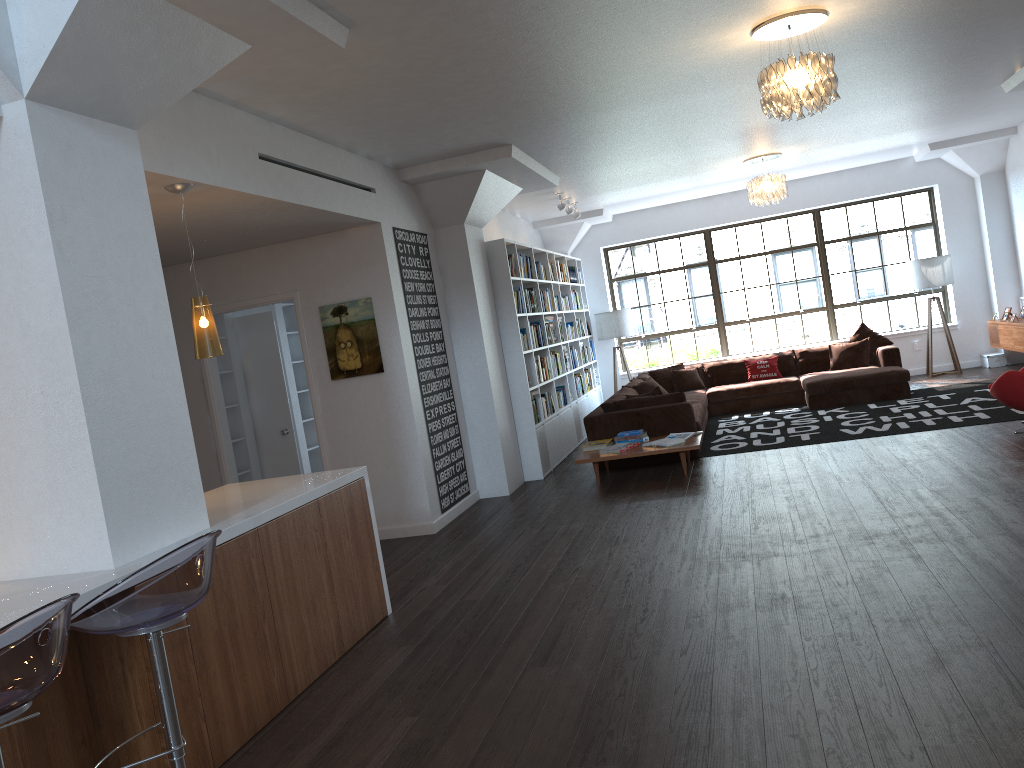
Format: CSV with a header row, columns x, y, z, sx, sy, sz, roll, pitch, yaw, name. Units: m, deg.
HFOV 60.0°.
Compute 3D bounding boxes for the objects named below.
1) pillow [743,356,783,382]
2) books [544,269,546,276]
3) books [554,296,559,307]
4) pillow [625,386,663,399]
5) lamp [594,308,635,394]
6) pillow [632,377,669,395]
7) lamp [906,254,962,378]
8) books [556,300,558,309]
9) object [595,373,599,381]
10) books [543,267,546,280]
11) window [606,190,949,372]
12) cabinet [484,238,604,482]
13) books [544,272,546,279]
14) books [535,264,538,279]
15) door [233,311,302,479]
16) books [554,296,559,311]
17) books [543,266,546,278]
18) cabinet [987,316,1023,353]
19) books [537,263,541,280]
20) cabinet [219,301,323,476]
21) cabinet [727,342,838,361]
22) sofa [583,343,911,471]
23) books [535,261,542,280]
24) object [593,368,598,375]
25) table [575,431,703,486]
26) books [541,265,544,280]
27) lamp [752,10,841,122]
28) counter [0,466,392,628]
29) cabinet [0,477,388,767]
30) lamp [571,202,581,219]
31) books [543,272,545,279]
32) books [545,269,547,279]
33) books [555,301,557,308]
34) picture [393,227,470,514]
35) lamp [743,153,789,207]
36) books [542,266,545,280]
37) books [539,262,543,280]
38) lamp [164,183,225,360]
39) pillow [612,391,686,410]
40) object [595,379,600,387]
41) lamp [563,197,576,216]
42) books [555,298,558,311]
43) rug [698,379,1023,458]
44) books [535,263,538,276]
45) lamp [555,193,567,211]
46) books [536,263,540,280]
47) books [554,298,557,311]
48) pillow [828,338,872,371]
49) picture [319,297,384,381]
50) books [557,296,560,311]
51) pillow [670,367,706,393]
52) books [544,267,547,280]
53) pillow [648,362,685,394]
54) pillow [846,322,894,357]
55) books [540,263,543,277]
x,y,z,sx,sy,sz,roll,pitch,yaw,name
3.350,-0.199,11.835,0.465,0.308,0.220,-9,3,11,pillow
0.337,-1.307,10.645,0.128,0.178,0.022,-9,3,15,books
0.505,-0.993,11.090,0.146,0.202,0.027,-9,3,15,books
1.432,0.219,9.155,0.269,0.411,0.559,-11,3,-29,pillow
1.605,-0.295,13.123,0.545,1.579,0.545,-9,3,4,lamp
1.678,0.126,10.563,0.325,0.391,0.625,-8,3,31,pillow
5.705,-0.910,11.928,0.545,1.579,0.545,-8,3,26,lamp
0.499,-0.977,11.029,0.128,0.178,0.021,-9,3,15,books
1.091,-0.075,12.949,0.331,0.088,0.410,-9,3,15,object
0.327,-1.301,10.572,0.128,0.178,0.022,-9,3,15,books
3.811,-1.456,13.091,4.648,1.905,0.114,-9,3,15,window
0.443,-0.413,10.991,0.461,2.414,4.500,-9,3,15,cabinet
0.330,-1.303,10.593,0.128,0.178,0.021,-9,3,15,books
0.214,-1.266,10.128,0.139,0.191,0.036,-9,3,15,books
-2.426,0.388,8.301,0.826,2.032,0.174,-9,3,15,door
0.503,-0.986,11.058,0.139,0.191,0.036,-9,3,15,books
0.329,-1.308,10.620,0.134,0.184,0.030,-9,3,15,books
6.028,-0.496,9.583,0.459,0.350,4.501,-9,3,15,cabinet
0.246,-1.284,10.265,0.146,0.202,0.027,-9,3,15,books
-2.560,-0.101,8.964,0.527,2.991,2.630,-9,3,15,cabinet
3.887,-0.162,12.630,1.520,0.625,0.350,-9,3,15,cabinet
2.886,0.106,10.318,3.481,0.664,4.197,-9,3,15,sofa
0.260,-1.306,10.347,0.140,0.231,0.042,-9,3,15,books
1.069,-0.160,12.947,0.316,0.088,0.410,-9,3,15,object
1.207,0.697,8.168,1.100,0.271,0.853,-9,3,15,table
0.300,-1.299,10.481,0.139,0.191,0.036,-9,3,15,books
1.669,-1.847,5.220,0.442,0.539,0.441,-11,4,-33,lamp
-1.264,1.179,1.159,3.039,0.860,8.182,-10,3,-15,counter
-1.741,1.186,2.961,0.898,0.796,4.493,-9,3,15,cabinet
0.817,-2.200,11.255,0.120,0.211,0.111,-10,3,-11,lamp
0.313,-1.309,10.553,0.127,0.200,0.020,-9,3,15,books
0.362,-1.300,10.678,0.110,0.153,0.019,-9,3,15,books
0.486,-0.967,10.976,0.122,0.169,0.023,-9,3,15,books
-0.668,-0.137,7.626,0.021,2.380,0.800,-9,3,15,picture
2.895,-2.309,10.109,0.442,0.539,0.441,-11,4,-33,lamp
0.307,-1.305,10.521,0.136,0.196,0.045,-9,3,15,books
0.268,-1.307,10.396,0.158,0.226,0.052,-9,3,15,books
-1.657,-0.583,4.629,0.149,0.900,0.149,-11,3,-30,lamp
1.410,0.280,8.891,0.750,0.364,0.289,-9,3,14,pillow
1.105,0.012,12.954,0.331,0.088,0.410,-9,3,15,object
0.691,-2.153,10.754,0.120,0.211,0.111,-11,3,-26,lamp
0.493,-0.972,11.003,0.126,0.173,0.032,-9,3,15,books
4.113,0.280,9.499,4.200,0.007,3.100,-9,3,16,rug
0.216,-1.273,10.160,0.146,0.202,0.027,-9,3,15,books
0.568,-2.106,10.266,0.120,0.211,0.111,-12,4,-41,lamp
0.230,-1.277,10.184,0.146,0.202,0.027,-9,3,15,books
0.490,-0.966,10.953,0.107,0.167,0.017,-9,3,15,books
4.351,-0.380,11.443,0.542,0.362,0.248,-7,4,36,pillow
-1.285,-0.357,7.087,0.450,0.600,0.030,-9,3,15,picture
0.519,-0.997,11.114,0.146,0.202,0.027,-9,3,15,books
2.347,-0.056,11.954,0.489,0.337,0.238,-10,3,-16,pillow
0.351,-1.307,10.661,0.109,0.171,0.018,-9,3,15,books
2.185,-0.055,12.095,0.580,0.418,0.334,-10,3,-12,pillow
4.574,-0.506,11.546,0.651,0.587,0.335,-10,3,-6,pillow
0.283,-1.314,10.442,0.140,0.231,0.042,-9,3,15,books
